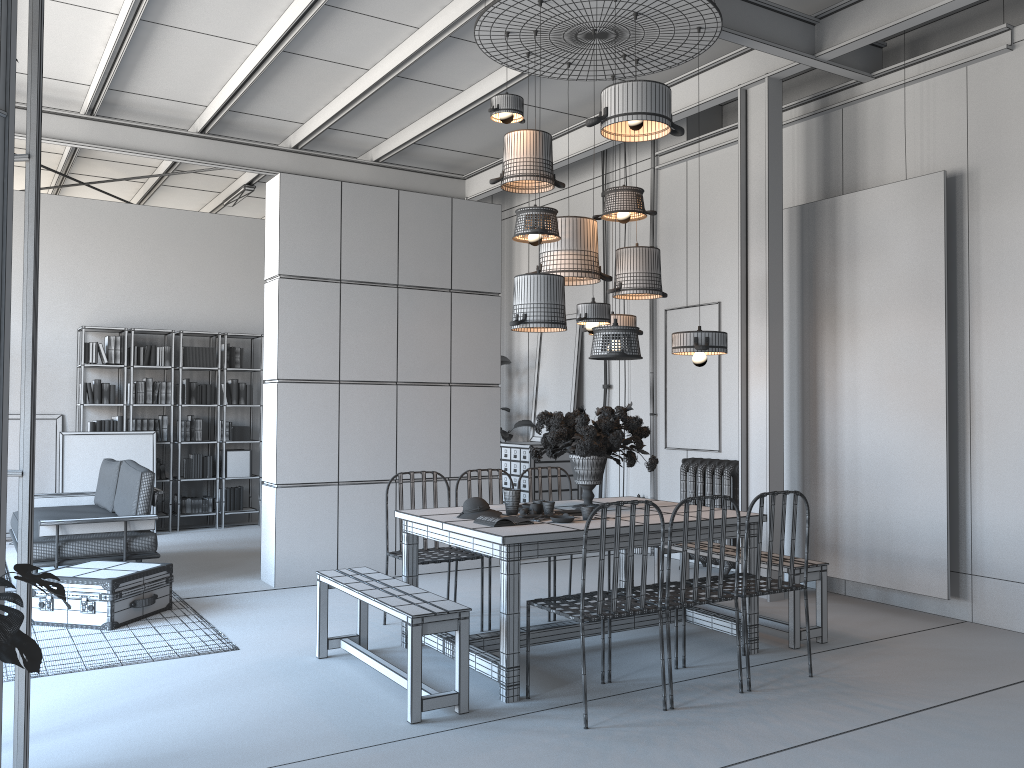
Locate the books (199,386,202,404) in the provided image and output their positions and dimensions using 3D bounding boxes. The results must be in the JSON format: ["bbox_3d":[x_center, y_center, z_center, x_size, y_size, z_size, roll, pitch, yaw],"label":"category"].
[{"bbox_3d":[-3.656,0.135,10.358,0.022,0.227,0.165,1,-2,-32],"label":"books"}]

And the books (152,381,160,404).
[{"bbox_3d":[-4.061,0.104,10.069,0.084,0.267,0.193,1,-2,-31],"label":"books"}]

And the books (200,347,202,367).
[{"bbox_3d":[-3.616,-0.307,10.262,0.016,0.240,0.182,1,-2,-32],"label":"books"}]

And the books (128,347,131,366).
[{"bbox_3d":[-4.276,-0.302,9.947,0.043,0.213,0.154,1,-2,-32],"label":"books"}]

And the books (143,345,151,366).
[{"bbox_3d":[-4.131,-0.315,10.016,0.077,0.244,0.178,1,-2,-33],"label":"books"}]

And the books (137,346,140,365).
[{"bbox_3d":[-4.216,-0.306,9.985,0.019,0.224,0.168,1,-2,-32],"label":"books"}]

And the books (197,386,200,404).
[{"bbox_3d":[-3.674,0.135,10.346,0.022,0.227,0.165,1,-2,-32],"label":"books"}]

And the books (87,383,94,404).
[{"bbox_3d":[-4.627,0.109,9.724,0.077,0.244,0.178,1,-2,-31],"label":"books"}]

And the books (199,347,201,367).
[{"bbox_3d":[-3.629,-0.307,10.254,0.016,0.240,0.182,1,-2,-32],"label":"books"}]

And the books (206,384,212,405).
[{"bbox_3d":[-3.586,0.129,10.439,0.057,0.244,0.180,1,-2,-32],"label":"books"}]

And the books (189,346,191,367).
[{"bbox_3d":[-3.722,-0.309,10.196,0.016,0.240,0.182,1,-2,-32],"label":"books"}]

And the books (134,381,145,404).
[{"bbox_3d":[-4.190,0.099,9.964,0.091,0.265,0.193,1,-2,-32],"label":"books"}]

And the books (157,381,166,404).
[{"bbox_3d":[-3.989,0.104,10.089,0.062,0.265,0.193,1,-2,-32],"label":"books"}]

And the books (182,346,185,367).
[{"bbox_3d":[-3.776,-0.311,10.163,0.016,0.240,0.182,1,-2,-32],"label":"books"}]

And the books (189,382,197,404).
[{"bbox_3d":[-3.734,0.114,10.338,0.091,0.266,0.195,1,-2,-32],"label":"books"}]

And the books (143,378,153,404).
[{"bbox_3d":[-4.123,0.080,10.030,0.071,0.303,0.222,1,-2,-32],"label":"books"}]

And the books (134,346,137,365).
[{"bbox_3d":[-4.248,-0.312,9.977,0.029,0.231,0.173,1,-2,-32],"label":"books"}]

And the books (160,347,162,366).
[{"bbox_3d":[-4.020,-0.305,10.106,0.023,0.232,0.187,1,-2,-32],"label":"books"}]

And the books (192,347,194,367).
[{"bbox_3d":[-3.696,-0.309,10.212,0.016,0.240,0.182,1,-2,-32],"label":"books"}]

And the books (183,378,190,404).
[{"bbox_3d":[-3.775,0.091,10.273,0.038,0.304,0.224,1,-2,-32],"label":"books"}]

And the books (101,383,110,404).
[{"bbox_3d":[-4.510,0.111,9.820,0.083,0.242,0.178,1,-2,-32],"label":"books"}]

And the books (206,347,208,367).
[{"bbox_3d":[-3.562,-0.306,10.295,0.016,0.240,0.182,1,-2,-32],"label":"books"}]

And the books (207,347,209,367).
[{"bbox_3d":[-3.549,-0.305,10.303,0.016,0.240,0.182,1,-2,-32],"label":"books"}]

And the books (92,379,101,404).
[{"bbox_3d":[-4.570,0.090,9.761,0.065,0.278,0.204,1,-2,-32],"label":"books"}]

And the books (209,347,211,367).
[{"bbox_3d":[-3.536,-0.305,10.311,0.016,0.240,0.182,1,-2,-32],"label":"books"}]

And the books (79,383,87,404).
[{"bbox_3d":[-4.693,0.107,9.706,0.057,0.242,0.178,1,-2,-32],"label":"books"}]

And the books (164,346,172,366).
[{"bbox_3d":[-3.953,-0.311,10.150,0.083,0.242,0.178,1,-2,-32],"label":"books"}]

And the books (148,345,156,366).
[{"bbox_3d":[-4.086,-0.314,10.067,0.057,0.242,0.178,1,-2,-32],"label":"books"}]

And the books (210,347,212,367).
[{"bbox_3d":[-3.522,-0.305,10.320,0.016,0.240,0.182,1,-2,-32],"label":"books"}]

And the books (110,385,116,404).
[{"bbox_3d":[-4.445,0.123,9.857,0.052,0.223,0.164,1,-2,-32],"label":"books"}]

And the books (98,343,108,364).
[{"bbox_3d":[-4.485,-0.330,9.704,0.107,0.229,0.184,1,-2,-32],"label":"books"}]

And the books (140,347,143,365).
[{"bbox_3d":[-4.191,-0.305,10.000,0.039,0.222,0.161,1,-2,-32],"label":"books"}]

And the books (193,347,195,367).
[{"bbox_3d":[-3.682,-0.308,10.221,0.016,0.240,0.182,1,-2,-32],"label":"books"}]

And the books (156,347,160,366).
[{"bbox_3d":[-4.045,-0.304,10.091,0.035,0.229,0.196,1,-2,-32],"label":"books"}]

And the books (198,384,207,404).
[{"bbox_3d":[-3.630,0.127,10.399,0.057,0.244,0.180,1,-2,-32],"label":"books"}]

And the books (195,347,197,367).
[{"bbox_3d":[-3.669,-0.308,10.229,0.016,0.240,0.182,1,-2,-32],"label":"books"}]

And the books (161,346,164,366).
[{"bbox_3d":[-3.999,-0.308,10.120,0.027,0.238,0.180,1,-2,-32],"label":"books"}]

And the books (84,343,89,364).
[{"bbox_3d":[-4.630,-0.334,9.625,0.052,0.223,0.164,1,-2,-32],"label":"books"}]

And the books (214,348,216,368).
[{"bbox_3d":[-3.482,-0.304,10.345,0.016,0.240,0.182,1,-2,-32],"label":"books"}]

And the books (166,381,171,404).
[{"bbox_3d":[-3.940,0.105,10.133,0.062,0.265,0.193,1,-2,-32],"label":"books"}]

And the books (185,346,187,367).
[{"bbox_3d":[-3.763,-0.310,10.171,0.016,0.240,0.182,1,-2,-32],"label":"books"}]

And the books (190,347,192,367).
[{"bbox_3d":[-3.709,-0.309,10.204,0.016,0.240,0.182,1,-2,-32],"label":"books"}]

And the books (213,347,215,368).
[{"bbox_3d":[-3.496,-0.304,10.336,0.016,0.240,0.182,1,-2,-32],"label":"books"}]

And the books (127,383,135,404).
[{"bbox_3d":[-4.261,0.109,9.923,0.057,0.244,0.178,1,-2,-32],"label":"books"}]

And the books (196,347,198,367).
[{"bbox_3d":[-3.656,-0.308,10.237,0.016,0.240,0.182,1,-2,-32],"label":"books"}]

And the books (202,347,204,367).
[{"bbox_3d":[-3.602,-0.307,10.270,0.016,0.240,0.182,1,-2,-32],"label":"books"}]

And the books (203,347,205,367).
[{"bbox_3d":[-3.589,-0.306,10.278,0.016,0.240,0.182,1,-2,-32],"label":"books"}]

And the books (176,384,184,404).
[{"bbox_3d":[-3.845,0.123,10.278,0.057,0.244,0.180,1,-2,-32],"label":"books"}]

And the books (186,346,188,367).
[{"bbox_3d":[-3.749,-0.310,10.179,0.016,0.240,0.182,1,-2,-32],"label":"books"}]
